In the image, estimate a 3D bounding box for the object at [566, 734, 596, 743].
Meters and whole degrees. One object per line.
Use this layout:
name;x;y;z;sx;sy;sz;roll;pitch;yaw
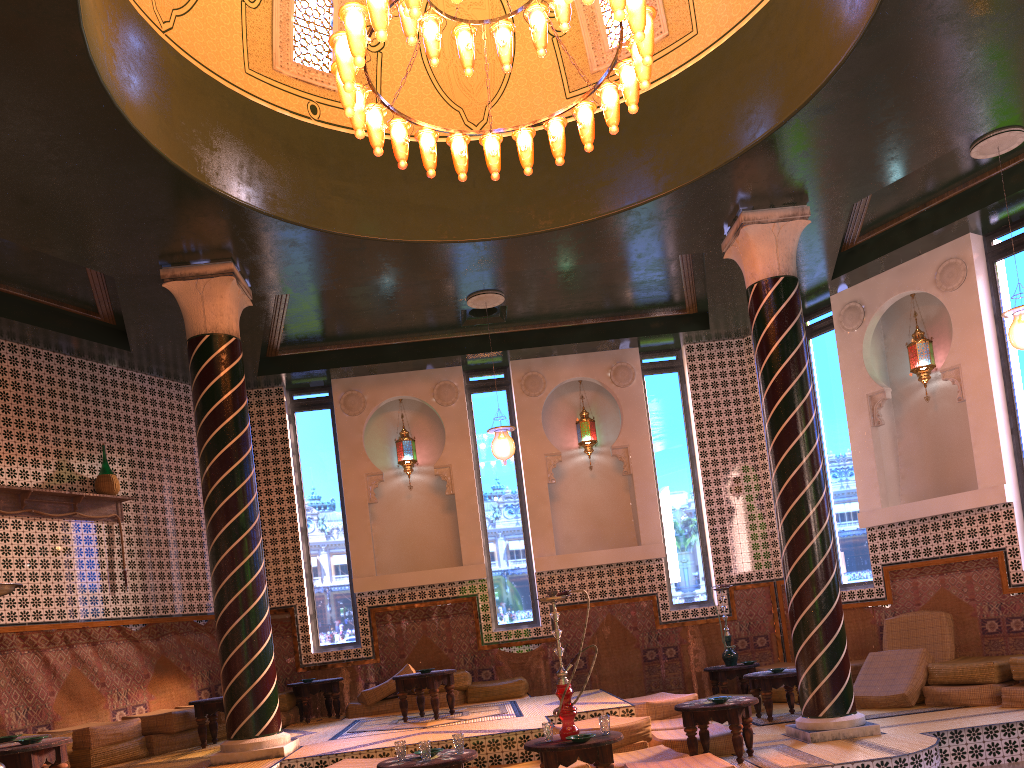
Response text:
object;0.561;2.885;7.017;0.258;0.045;0.252;-20;-20;40

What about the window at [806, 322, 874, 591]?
window;4.944;1.092;12.947;0.090;3.951;0.791;-5;-4;-33

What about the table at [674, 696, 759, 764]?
table;2.094;3.506;8.712;0.857;0.579;0.848;-14;-13;32

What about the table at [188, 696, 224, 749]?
table;-3.682;4.322;11.079;0.839;0.579;0.865;-7;-11;2

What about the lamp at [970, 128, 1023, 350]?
lamp;5.268;-1.425;9.079;0.516;2.290;0.529;-6;-3;-15

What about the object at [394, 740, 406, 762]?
object;-0.916;3.032;7.130;0.094;0.160;0.091;-13;-8;44

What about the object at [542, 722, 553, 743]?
object;0.304;2.912;7.216;0.092;0.160;0.094;-7;-6;-1

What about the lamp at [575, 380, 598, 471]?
lamp;1.209;0.662;14.182;0.366;1.545;0.324;-9;-4;30

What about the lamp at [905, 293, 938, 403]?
lamp;5.590;-0.512;11.831;0.357;1.545;0.331;-5;-4;-30

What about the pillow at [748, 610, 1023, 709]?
pillow;5.317;3.553;11.155;1.400;1.172;5.963;0;-16;-33

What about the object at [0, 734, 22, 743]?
object;-4.355;3.059;7.431;0.249;0.045;0.261;-2;-16;-18

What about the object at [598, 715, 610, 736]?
object;0.780;2.862;7.238;0.091;0.160;0.095;-4;-7;-26

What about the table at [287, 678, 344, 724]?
table;-2.926;4.762;12.978;0.846;0.579;0.859;-10;-12;14

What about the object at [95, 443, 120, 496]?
object;-5.401;1.145;11.482;0.308;0.713;0.299;-10;-6;38

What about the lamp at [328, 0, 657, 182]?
lamp;-0.369;-4.404;6.689;2.476;4.548;2.517;-7;-6;4

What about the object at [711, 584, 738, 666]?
object;3.235;3.680;13.162;0.306;1.238;0.462;-9;-5;33

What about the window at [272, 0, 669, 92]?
window;-0.288;-4.433;6.825;5.875;1.143;5.567;-16;-18;31

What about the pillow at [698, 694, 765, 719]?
pillow;2.981;4.603;12.292;0.972;0.273;0.984;2;-17;-32

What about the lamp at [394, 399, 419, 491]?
lamp;-1.731;0.966;14.027;0.329;1.545;0.360;-9;-4;30

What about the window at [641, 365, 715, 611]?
window;2.674;1.691;14.133;0.773;3.951;0.092;-7;-3;-3

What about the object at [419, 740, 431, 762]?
object;-0.694;2.954;6.942;0.091;0.160;0.095;-4;-7;-26

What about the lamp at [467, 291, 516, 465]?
lamp;-0.227;-0.032;11.740;0.516;2.290;0.529;-6;-3;-15

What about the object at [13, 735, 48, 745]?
object;-3.810;2.828;6.839;0.252;0.045;0.258;-10;-15;11

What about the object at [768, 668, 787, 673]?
object;3.435;3.709;11.172;0.252;0.045;0.258;-10;-15;11

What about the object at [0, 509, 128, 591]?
object;-5.697;2.087;10.803;0.061;1.026;2.013;-8;-12;26

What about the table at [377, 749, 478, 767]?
table;-0.666;3.378;7.116;0.834;0.579;0.870;-4;-12;-13

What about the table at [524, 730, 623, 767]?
table;0.546;3.265;7.227;0.838;0.579;0.867;2;-15;-38

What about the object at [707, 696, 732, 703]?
object;2.079;3.164;8.637;0.249;0.045;0.261;-2;-16;-18

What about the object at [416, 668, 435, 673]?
object;-1.124;3.746;11.260;0.252;0.045;0.258;-10;-15;11

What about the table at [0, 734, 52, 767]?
table;-4.436;3.402;7.485;0.859;0.579;0.845;-15;-14;35

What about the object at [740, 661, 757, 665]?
object;3.572;4.207;13.015;0.252;0.045;0.258;-10;-15;11

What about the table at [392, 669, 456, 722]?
table;-1.111;4.063;11.249;0.842;0.579;0.862;-8;-12;8

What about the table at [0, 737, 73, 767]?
table;-3.912;3.153;6.815;0.859;0.579;0.845;-15;-14;35

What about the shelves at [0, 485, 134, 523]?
shelves;-6.247;1.260;9.748;0.259;0.335;4.558;-10;-15;25

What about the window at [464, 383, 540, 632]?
window;-0.162;1.990;14.003;0.773;3.951;0.092;-7;-3;-3

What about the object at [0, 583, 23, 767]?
object;-1.923;1.298;3.042;0.464;1.239;0.302;-7;-3;5

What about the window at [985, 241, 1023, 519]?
window;6.461;0.241;10.542;0.090;3.951;0.791;-5;-4;-33

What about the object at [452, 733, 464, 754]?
object;-0.440;2.982;7.152;0.091;0.160;0.095;-4;-7;-26

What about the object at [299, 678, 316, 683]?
object;-3.039;4.416;12.849;0.252;0.045;0.258;-10;-15;11

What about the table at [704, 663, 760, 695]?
table;3.379;4.590;13.152;0.841;0.579;0.864;-8;-12;6

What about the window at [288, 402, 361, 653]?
window;-2.998;2.289;13.873;0.773;3.951;0.092;-7;-3;-3

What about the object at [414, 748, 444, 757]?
object;-0.692;3.089;7.216;0.258;0.045;0.252;-20;-20;40

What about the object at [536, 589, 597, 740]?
object;0.492;2.352;7.260;0.466;1.237;0.303;-8;-3;13

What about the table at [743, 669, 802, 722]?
table;3.466;4.043;11.215;0.838;0.579;0.867;2;-15;-38

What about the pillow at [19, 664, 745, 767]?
pillow;-2.498;3.751;8.660;10.020;1.244;10.287;-6;-15;-3
